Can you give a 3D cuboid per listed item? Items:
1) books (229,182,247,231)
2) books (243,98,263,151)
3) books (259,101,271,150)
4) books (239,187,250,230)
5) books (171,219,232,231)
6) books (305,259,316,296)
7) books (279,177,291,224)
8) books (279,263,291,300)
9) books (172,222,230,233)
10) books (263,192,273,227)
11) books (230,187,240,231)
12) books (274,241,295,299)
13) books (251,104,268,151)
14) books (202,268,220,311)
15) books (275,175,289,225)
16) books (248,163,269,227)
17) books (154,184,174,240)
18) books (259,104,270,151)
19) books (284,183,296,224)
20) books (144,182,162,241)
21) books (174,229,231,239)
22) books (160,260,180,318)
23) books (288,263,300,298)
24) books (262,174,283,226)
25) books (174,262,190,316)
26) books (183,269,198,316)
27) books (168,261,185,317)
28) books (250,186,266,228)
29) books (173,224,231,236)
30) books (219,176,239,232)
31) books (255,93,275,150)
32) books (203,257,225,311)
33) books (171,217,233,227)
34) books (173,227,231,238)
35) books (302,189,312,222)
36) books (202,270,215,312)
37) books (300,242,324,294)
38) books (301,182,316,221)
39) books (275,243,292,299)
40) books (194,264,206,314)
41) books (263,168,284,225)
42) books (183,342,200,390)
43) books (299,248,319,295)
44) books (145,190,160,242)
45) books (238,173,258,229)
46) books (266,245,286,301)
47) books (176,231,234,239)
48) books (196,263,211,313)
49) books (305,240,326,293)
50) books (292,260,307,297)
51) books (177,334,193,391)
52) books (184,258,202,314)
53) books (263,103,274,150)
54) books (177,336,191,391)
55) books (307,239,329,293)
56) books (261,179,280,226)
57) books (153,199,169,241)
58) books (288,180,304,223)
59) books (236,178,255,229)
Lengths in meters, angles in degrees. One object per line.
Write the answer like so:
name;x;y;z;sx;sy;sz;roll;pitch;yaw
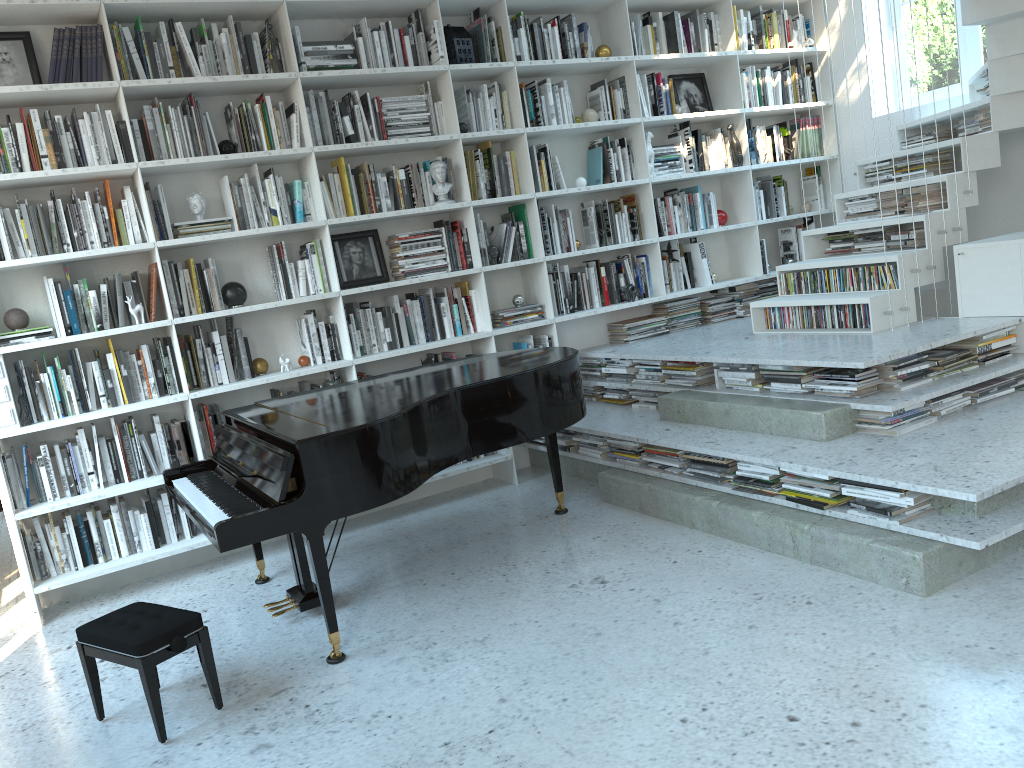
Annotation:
books;-1.408;-0.892;4.526;0.030;0.247;0.174;-14;10;-27
books;-1.340;-1.307;4.561;0.033;0.288;0.155;-14;10;-27
books;-1.282;-1.308;4.580;0.004;0.266;0.141;-14;10;-27
books;-1.397;-0.889;4.565;0.024;0.227;0.137;-14;10;-27
books;-1.569;-0.799;4.464;0.285;0.012;0.159;-13;9;-25
books;-1.099;-0.565;4.731;0.024;0.188;0.172;-14;10;-27
books;-1.212;-0.947;4.657;0.022;0.256;0.152;-14;10;-27
books;-1.213;-0.536;4.666;0.025;0.186;0.154;-14;10;-27
books;-1.566;-0.787;4.464;0.253;0.012;0.161;-14;9;-30
books;-1.291;-0.894;4.617;0.025;0.189;0.140;-14;10;-27
books;-1.433;-0.881;4.534;0.010;0.232;0.154;-14;10;-27
books;-1.200;-0.597;4.678;0.012;0.299;0.166;-14;10;-27
books;-1.301;-1.289;4.545;0.013;0.244;0.188;-14;10;-27
books;-1.531;-0.474;4.494;0.028;0.216;0.175;-14;10;-27
books;-1.222;-0.943;4.629;0.023;0.260;0.170;-14;10;-27
books;-1.310;-0.959;4.585;0.010;0.330;0.173;-14;10;-27
books;-1.719;-0.835;4.380;0.021;0.278;0.136;-14;10;-27
books;-1.291;-1.300;4.576;0.017;0.253;0.139;-14;10;-27
books;-1.189;-0.934;4.671;0.026;0.219;0.149;-14;10;-27
books;-1.772;-0.836;4.370;0.011;0.298;0.135;-14;10;-27
books;-1.563;-0.751;4.475;0.253;0.012;0.160;-13;9;-27
books;-1.706;-0.468;4.407;0.025;0.285;0.145;-14;10;-27
books;-1.176;-0.545;4.702;0.030;0.183;0.154;-14;10;-27
books;-1.243;-0.940;4.607;0.012;0.266;0.192;-14;10;-27
books;-1.655;-0.469;4.432;0.036;0.264;0.166;-14;10;-27
books;-1.627;-0.459;4.452;0.025;0.228;0.153;-14;10;-27
books;-1.685;-0.469;4.424;0.026;0.275;0.154;-14;10;-27
books;-1.331;-0.902;4.588;0.048;0.225;0.149;-14;10;-27
books;-1.562;-0.774;4.462;0.253;0.012;0.161;-14;10;-32
books;-1.441;-0.904;4.514;0.012;0.285;0.159;-14;10;-27
books;-1.274;-1.329;4.579;0.006;0.304;0.165;-14;10;-27
books;-1.518;-0.505;4.516;0.028;0.266;0.144;-14;10;-27
books;-1.568;-0.810;4.458;0.284;0.012;0.159;-14;10;-31
books;-1.561;-0.762;4.466;0.253;0.012;0.161;-14;10;-31
books;-1.108;-0.933;4.709;0.027;0.181;0.141;-14;10;-27
books;-1.549;-0.466;4.489;0.011;0.208;0.180;-14;10;-27
books;-1.071;-0.612;4.738;0.027;0.270;0.178;-14;10;-27
books;-1.089;-0.957;4.720;0.026;0.217;0.126;-14;10;-27
books;-1.211;-0.592;4.676;0.011;0.292;0.155;-14;10;-27
books;-1.588;-0.476;4.471;0.014;0.244;0.153;-14;10;-27
books;-1.240;-0.960;4.617;0.011;0.301;0.178;-14;10;-27
books;-1.626;-0.092;4.470;0.030;0.239;0.157;-14;10;-27
books;-1.083;-0.596;4.725;0.012;0.245;0.171;-14;10;-27
books;-1.775;-0.811;4.350;0.024;0.258;0.133;-14;10;-27
books;-1.354;-0.925;4.555;0.012;0.286;0.167;-14;10;-27
books;-1.239;-0.580;4.654;0.012;0.285;0.159;-14;10;-27
books;-1.559;-0.739;4.473;0.284;0.012;0.159;-14;9;-29
books;-1.578;-0.483;4.495;0.028;0.248;0.142;-14;10;-27
books;-1.051;-0.620;4.738;0.011;0.279;0.187;-14;10;-27
books;-1.131;-0.556;4.708;0.057;0.189;0.156;-14;10;-27
books;-1.650;-0.109;4.460;0.013;0.284;0.146;-14;10;-27
books;-1.598;-0.486;4.442;0.026;0.275;0.190;-14;10;-27
books;-1.274;-1.303;4.578;0.006;0.253;0.180;-14;10;-27
books;-1.665;-0.103;4.463;0.013;0.276;0.147;-14;10;-27
books;-1.038;-0.625;4.747;0.021;0.282;0.162;-14;10;-27
books;-1.263;-0.927;4.608;0.028;0.247;0.170;-14;10;-27
books;-1.740;-0.797;4.378;0.034;0.210;0.136;-14;10;-27
books;-1.141;-0.946;4.669;0.060;0.228;0.179;-14;10;-27
books;-1.373;-0.912;4.559;0.022;0.268;0.151;-14;10;-27
